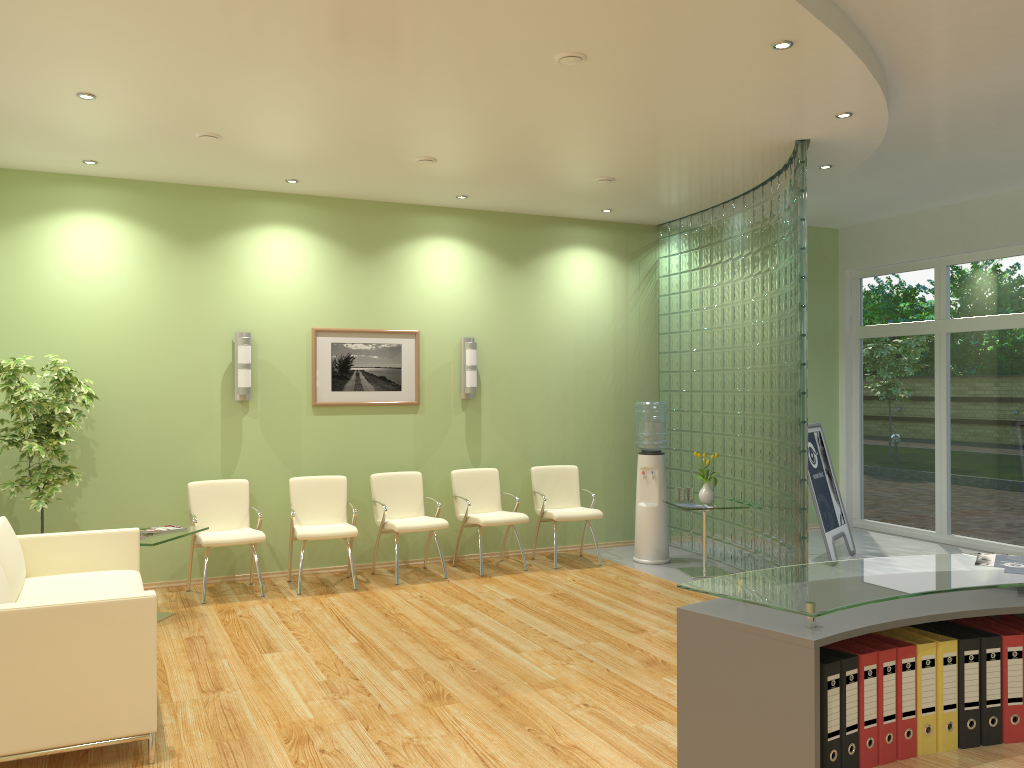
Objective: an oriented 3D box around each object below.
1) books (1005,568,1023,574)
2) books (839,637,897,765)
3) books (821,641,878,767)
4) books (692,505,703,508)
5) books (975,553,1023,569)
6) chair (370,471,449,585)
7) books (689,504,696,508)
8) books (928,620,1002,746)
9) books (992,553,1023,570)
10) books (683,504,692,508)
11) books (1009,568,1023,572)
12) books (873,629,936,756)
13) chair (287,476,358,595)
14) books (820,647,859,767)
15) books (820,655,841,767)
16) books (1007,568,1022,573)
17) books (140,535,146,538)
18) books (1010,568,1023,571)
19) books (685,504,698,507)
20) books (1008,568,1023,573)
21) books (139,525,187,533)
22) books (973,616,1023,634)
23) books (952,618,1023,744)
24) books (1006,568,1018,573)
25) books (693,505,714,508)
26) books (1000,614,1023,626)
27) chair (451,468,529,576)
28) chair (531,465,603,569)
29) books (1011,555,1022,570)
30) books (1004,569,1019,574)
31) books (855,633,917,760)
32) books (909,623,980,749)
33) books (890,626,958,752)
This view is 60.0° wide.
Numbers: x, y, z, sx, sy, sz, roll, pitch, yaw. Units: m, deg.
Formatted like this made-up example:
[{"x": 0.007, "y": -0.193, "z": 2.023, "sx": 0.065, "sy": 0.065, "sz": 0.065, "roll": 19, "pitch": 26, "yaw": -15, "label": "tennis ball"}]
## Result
[{"x": 1.483, "y": 0.514, "z": 2.455, "sx": 0.210, "sy": 0.004, "sz": 0.150, "roll": 0, "pitch": 0, "yaw": 20, "label": "books"}, {"x": 0.892, "y": 0.802, "z": 2.309, "sx": 0.063, "sy": 0.282, "sz": 0.231, "roll": 0, "pitch": 0, "yaw": -24, "label": "books"}, {"x": 0.833, "y": 0.802, "z": 2.280, "sx": 0.063, "sy": 0.282, "sz": 0.231, "roll": 0, "pitch": 0, "yaw": -24, "label": "books"}, {"x": 1.628, "y": 1.053, "z": 7.649, "sx": 0.150, "sy": 0.004, "sz": 0.210, "roll": 0, "pitch": 0, "yaw": 10, "label": "books"}, {"x": 1.437, "y": 0.514, "z": 2.582, "sx": 0.150, "sy": 0.004, "sz": 0.210, "roll": 0, "pitch": 0, "yaw": 30, "label": "books"}, {"x": 13.051, "y": 1.125, "z": 1.607, "sx": 31.281, "sy": 0.986, "sz": 0.752, "roll": 0, "pitch": 0, "yaw": 24, "label": "chair"}, {"x": 1.610, "y": 1.053, "z": 7.654, "sx": 0.150, "sy": 0.004, "sz": 0.210, "roll": 0, "pitch": 0, "yaw": 20, "label": "books"}, {"x": 1.209, "y": 0.802, "z": 2.416, "sx": 0.062, "sy": 0.282, "sz": 0.233, "roll": 0, "pitch": 0, "yaw": -25, "label": "books"}, {"x": 1.452, "y": 0.514, "z": 2.572, "sx": 0.150, "sy": 0.004, "sz": 0.210, "roll": 0, "pitch": 0, "yaw": 40, "label": "books"}, {"x": 1.579, "y": 1.054, "z": 7.672, "sx": 0.150, "sy": 0.004, "sz": 0.210, "roll": 0, "pitch": 0, "yaw": 40, "label": "books"}, {"x": 1.483, "y": 0.514, "z": 2.527, "sx": 0.210, "sy": 0.004, "sz": 0.150, "roll": 0, "pitch": 0, "yaw": -20, "label": "books"}, {"x": 1.003, "y": 0.802, "z": 2.355, "sx": 0.062, "sy": 0.282, "sz": 0.233, "roll": 0, "pitch": 0, "yaw": -31, "label": "books"}, {"x": -1.582, "y": 1.237, "z": 7.413, "sx": 0.536, "sy": 0.881, "sz": 0.650, "roll": 0, "pitch": 0, "yaw": -20, "label": "chair"}, {"x": 0.764, "y": 0.802, "z": 2.239, "sx": 0.063, "sy": 0.282, "sz": 0.231, "roll": 0, "pitch": 0, "yaw": -29, "label": "books"}, {"x": 0.707, "y": 0.802, "z": 2.202, "sx": 0.063, "sy": 0.282, "sz": 0.231, "roll": 0, "pitch": 0, "yaw": -29, "label": "books"}, {"x": 1.489, "y": 0.514, "z": 2.491, "sx": 0.210, "sy": 0.004, "sz": 0.150, "roll": 0, "pitch": 0, "yaw": 0, "label": "books"}, {"x": -2.722, "y": 1.047, "z": 6.155, "sx": 0.230, "sy": 0.031, "sz": 0.328, "roll": 0, "pitch": 0, "yaw": -45, "label": "books"}, {"x": 1.475, "y": 0.514, "z": 2.544, "sx": 0.210, "sy": 0.004, "sz": 0.150, "roll": 0, "pitch": 0, "yaw": -30, "label": "books"}, {"x": 1.594, "y": 1.053, "z": 7.662, "sx": 0.150, "sy": 0.004, "sz": 0.210, "roll": 0, "pitch": 0, "yaw": 30, "label": "books"}, {"x": 1.488, "y": 0.514, "z": 2.510, "sx": 0.210, "sy": 0.004, "sz": 0.150, "roll": 0, "pitch": 0, "yaw": -10, "label": "books"}, {"x": -2.562, "y": 1.047, "z": 6.419, "sx": 0.230, "sy": 0.031, "sz": 0.328, "roll": 0, "pitch": 0, "yaw": 40, "label": "books"}, {"x": 1.376, "y": 0.801, "z": 2.452, "sx": 0.063, "sy": 0.282, "sz": 0.231, "roll": 0, "pitch": 0, "yaw": -6, "label": "books"}, {"x": 1.308, "y": 0.802, "z": 2.440, "sx": 0.063, "sy": 0.282, "sz": 0.231, "roll": 0, "pitch": 0, "yaw": -6, "label": "books"}, {"x": 1.487, "y": 0.514, "z": 2.473, "sx": 0.210, "sy": 0.004, "sz": 0.150, "roll": 0, "pitch": 0, "yaw": 10, "label": "books"}, {"x": 1.646, "y": 1.053, "z": 7.647, "sx": 0.150, "sy": 0.004, "sz": 0.210, "roll": 0, "pitch": 0, "yaw": 0, "label": "books"}, {"x": 1.451, "y": 0.801, "z": 2.459, "sx": 0.063, "sy": 0.282, "sz": 0.231, "roll": 0, "pitch": 0, "yaw": -1, "label": "books"}, {"x": 13.419, "y": 1.125, "z": 1.783, "sx": 30.806, "sy": 0.986, "sz": 0.748, "roll": 0, "pitch": 0, "yaw": 25, "label": "chair"}, {"x": 0.509, "y": 1.234, "z": 8.373, "sx": 0.536, "sy": 0.881, "sz": 0.650, "roll": 0, "pitch": 0, "yaw": -20, "label": "chair"}, {"x": 1.465, "y": 0.514, "z": 2.559, "sx": 0.210, "sy": 0.004, "sz": 0.150, "roll": 0, "pitch": 0, "yaw": -40, "label": "books"}, {"x": 1.475, "y": 0.514, "z": 2.439, "sx": 0.210, "sy": 0.004, "sz": 0.150, "roll": 0, "pitch": 0, "yaw": 30, "label": "books"}, {"x": 0.961, "y": 0.802, "z": 2.339, "sx": 0.063, "sy": 0.282, "sz": 0.231, "roll": 0, "pitch": 0, "yaw": -19, "label": "books"}, {"x": 1.143, "y": 0.802, "z": 2.398, "sx": 0.062, "sy": 0.282, "sz": 0.233, "roll": 0, "pitch": 0, "yaw": -25, "label": "books"}, {"x": 1.070, "y": 0.802, "z": 2.377, "sx": 0.062, "sy": 0.282, "sz": 0.233, "roll": 0, "pitch": 0, "yaw": -30, "label": "books"}]
